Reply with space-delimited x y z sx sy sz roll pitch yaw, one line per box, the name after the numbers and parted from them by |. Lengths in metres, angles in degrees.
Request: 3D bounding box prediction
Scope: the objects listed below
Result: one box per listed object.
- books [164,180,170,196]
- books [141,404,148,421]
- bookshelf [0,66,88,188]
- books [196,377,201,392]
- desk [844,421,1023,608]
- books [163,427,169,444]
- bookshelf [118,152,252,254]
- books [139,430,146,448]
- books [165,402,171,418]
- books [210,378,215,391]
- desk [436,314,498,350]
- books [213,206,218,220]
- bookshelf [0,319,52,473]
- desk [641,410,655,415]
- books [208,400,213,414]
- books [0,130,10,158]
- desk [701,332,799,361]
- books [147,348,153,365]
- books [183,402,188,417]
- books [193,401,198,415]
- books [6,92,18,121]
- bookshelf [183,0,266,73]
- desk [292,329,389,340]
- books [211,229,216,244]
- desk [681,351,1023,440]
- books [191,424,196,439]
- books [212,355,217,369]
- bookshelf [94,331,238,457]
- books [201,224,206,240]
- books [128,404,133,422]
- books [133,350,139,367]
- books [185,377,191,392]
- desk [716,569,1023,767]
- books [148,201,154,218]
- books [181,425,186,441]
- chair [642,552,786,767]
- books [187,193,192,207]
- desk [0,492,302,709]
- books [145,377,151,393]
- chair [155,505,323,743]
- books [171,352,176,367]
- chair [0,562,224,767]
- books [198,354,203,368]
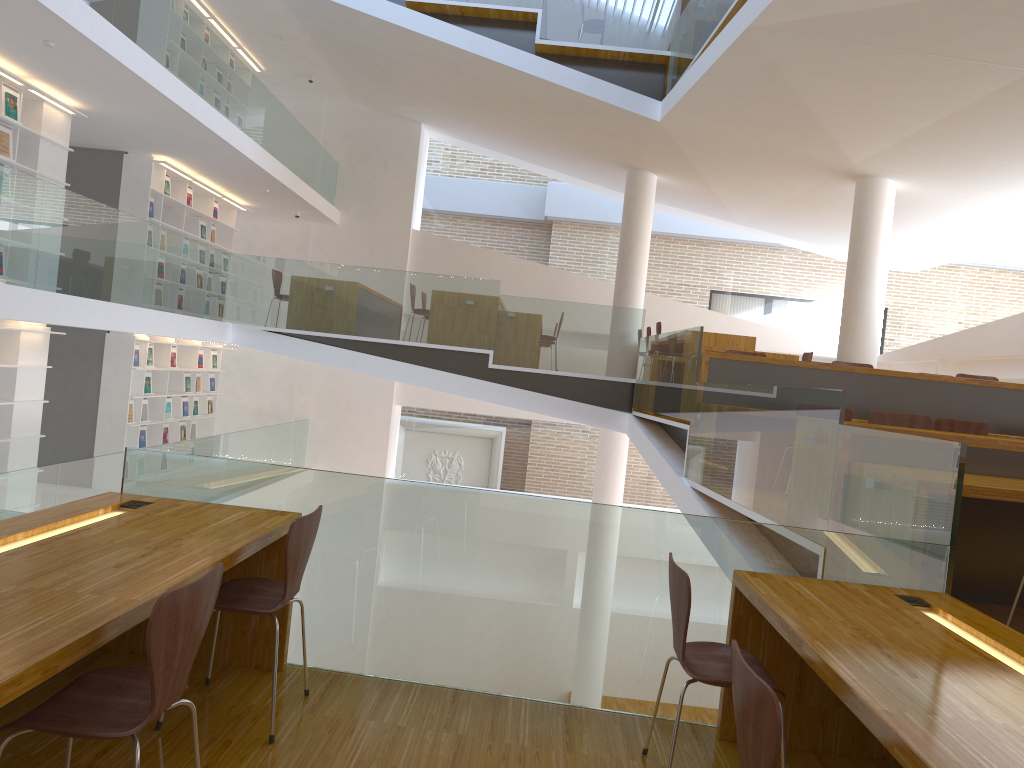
-4.168 -2.352 10.702 0.037 0.210 0.145 6 1 2 | books
-4.449 0.350 10.731 0.037 0.210 0.145 6 1 2 | books
-4.416 -1.699 6.580 0.498 1.836 3.666 6 1 2 | bookshelf
-4.361 0.006 12.322 0.037 0.210 0.145 6 1 2 | books
3.179 0.749 4.219 3.243 0.785 1.527 6 1 2 | desk
-4.462 0.666 11.421 0.037 0.210 0.145 6 1 2 | books
-4.235 -1.734 11.639 0.498 1.836 2.984 6 1 2 | bookshelf
-4.481 0.668 10.759 0.037 0.210 0.145 6 1 2 | books
-4.427 0.340 11.418 0.037 0.210 0.145 6 1 2 | books
-4.341 0.019 12.859 0.037 0.210 0.145 6 1 2 | books
-0.251 -0.618 11.440 1.248 0.757 3.196 6 1 2 | desk
-4.114 -2.348 12.297 0.037 0.210 0.145 6 1 2 | books
-4.682 0.345 6.603 0.397 1.836 3.666 6 1 2 | bookshelf
3.093 0.180 9.221 3.356 0.606 0.760 6 1 2 | desk
-4.375 0.342 12.866 0.037 0.210 0.145 6 1 2 | books
-4.254 -2.004 7.421 0.037 0.210 0.145 6 1 2 | books
2.586 -0.166 11.408 1.247 0.762 3.194 6 1 2 | desk
-4.381 -0.332 10.716 0.037 0.210 0.145 6 1 2 | books
-4.405 0.343 11.976 0.037 0.210 0.145 6 1 2 | books
-4.394 0.341 12.311 0.037 0.210 0.145 6 1 2 | books
-4.214 -2.332 7.468 0.037 0.210 0.145 6 1 2 | books
-4.021 -3.769 11.618 0.498 1.836 2.984 6 1 2 | bookshelf
-2.065 -0.885 11.503 0.760 0.606 3.194 6 1 2 | desk
-4.147 -2.035 12.301 0.037 0.210 0.145 6 1 2 | books
3.087 0.410 7.191 3.216 1.022 1.248 6 1 2 | desk
-4.428 0.664 12.315 0.037 0.210 0.145 6 1 2 | books
-4.309 -0.316 12.856 0.037 0.210 0.145 6 1 2 | books
-4.451 0.316 11.661 0.498 1.836 2.984 6 1 2 | bookshelf
-4.159 -2.032 11.951 0.037 0.210 0.145 6 1 2 | books
-4.464 0.342 10.349 0.037 0.210 0.145 6 1 2 | books
-4.393 -0.296 10.359 0.037 0.210 0.145 6 1 2 | books
-4.373 0.008 11.972 0.037 0.210 0.145 6 1 2 | books
1.091 1.021 1.604 0.760 0.606 3.185 6 1 2 | desk
-4.212 -2.022 10.333 0.037 0.210 0.145 6 1 2 | books
-4.439 0.667 11.983 0.037 0.210 0.145 6 1 2 | books
0.651 0.915 2.751 0.381 0.693 0.428 6 1 2 | chair
-4.145 -2.341 11.389 0.037 0.210 0.145 6 1 2 | books
-1.551 0.898 1.886 1.285 0.918 3.236 6 1 2 | desk
-4.414 0.020 10.743 0.037 0.210 0.145 6 1 2 | books
-0.883 0.751 2.968 0.381 0.693 0.428 6 1 2 | chair
-4.360 -0.301 11.411 0.037 0.210 0.145 6 1 2 | books
-0.917 0.758 1.997 0.381 0.693 0.428 6 1 2 | chair
-4.328 -0.307 12.319 0.037 0.210 0.145 6 1 2 | books
